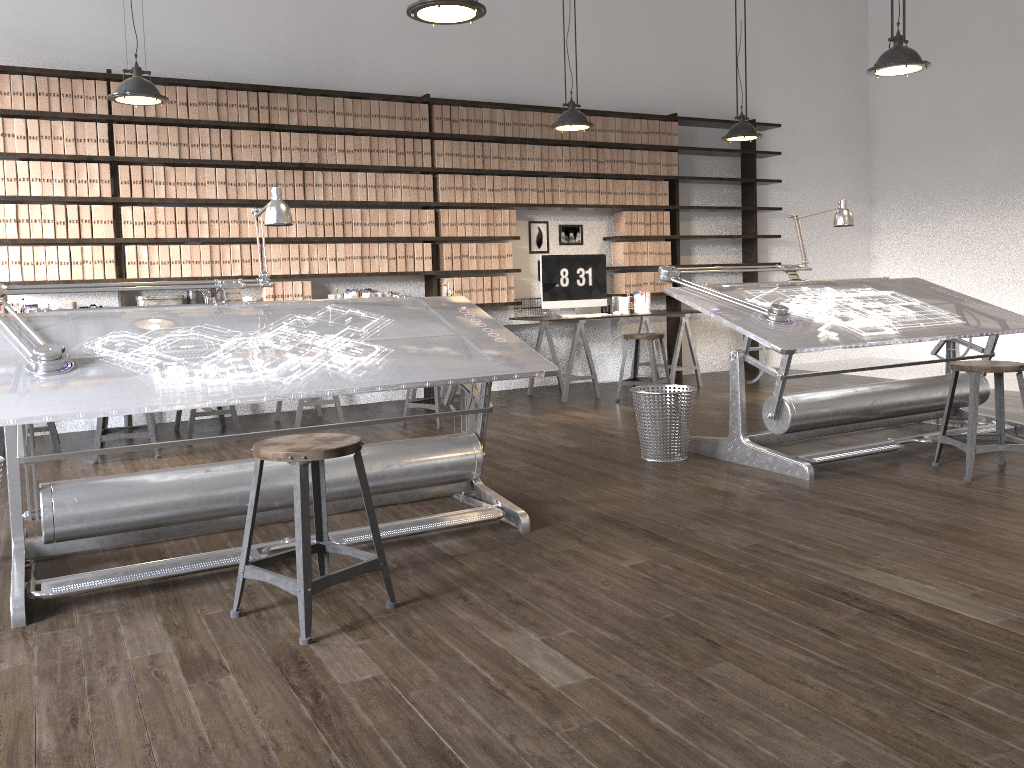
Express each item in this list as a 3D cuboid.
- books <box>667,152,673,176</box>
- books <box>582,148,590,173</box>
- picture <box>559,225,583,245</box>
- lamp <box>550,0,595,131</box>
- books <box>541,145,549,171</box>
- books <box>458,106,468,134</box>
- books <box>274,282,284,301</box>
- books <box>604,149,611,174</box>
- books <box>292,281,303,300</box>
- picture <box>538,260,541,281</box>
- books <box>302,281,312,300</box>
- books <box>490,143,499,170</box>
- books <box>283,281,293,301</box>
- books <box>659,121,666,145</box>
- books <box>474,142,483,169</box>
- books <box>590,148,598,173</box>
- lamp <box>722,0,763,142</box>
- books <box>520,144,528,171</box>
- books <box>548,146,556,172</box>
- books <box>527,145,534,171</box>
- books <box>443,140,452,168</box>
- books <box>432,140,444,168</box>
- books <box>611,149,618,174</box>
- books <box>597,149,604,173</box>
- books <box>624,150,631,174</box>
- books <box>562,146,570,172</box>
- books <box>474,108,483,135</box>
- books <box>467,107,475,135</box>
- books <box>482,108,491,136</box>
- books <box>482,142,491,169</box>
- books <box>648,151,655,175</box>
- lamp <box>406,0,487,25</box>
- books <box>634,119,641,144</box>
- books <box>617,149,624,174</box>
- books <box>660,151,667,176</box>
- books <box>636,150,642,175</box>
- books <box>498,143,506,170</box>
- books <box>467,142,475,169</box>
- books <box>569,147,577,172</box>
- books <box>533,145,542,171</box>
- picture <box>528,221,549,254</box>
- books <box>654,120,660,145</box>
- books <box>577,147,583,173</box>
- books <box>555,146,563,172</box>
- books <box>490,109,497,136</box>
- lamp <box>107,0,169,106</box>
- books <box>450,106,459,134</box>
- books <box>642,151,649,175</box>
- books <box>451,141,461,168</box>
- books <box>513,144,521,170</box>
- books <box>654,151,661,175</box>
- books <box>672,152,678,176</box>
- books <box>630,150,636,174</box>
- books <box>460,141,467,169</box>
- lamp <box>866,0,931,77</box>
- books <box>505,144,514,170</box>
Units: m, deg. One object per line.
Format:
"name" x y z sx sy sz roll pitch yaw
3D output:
"books" 1.412 -2.032 8.234 0.067 0.225 0.175 -4 5 -28
"books" 0.612 -1.957 7.808 0.067 0.225 0.175 -4 5 -28
"picture" 0.529 -1.343 7.978 0.251 0.183 0.023 -5 5 -28
"lamp" 0.382 -2.893 6.062 0.311 2.245 0.314 -2 4 -3
"books" 0.240 -1.922 7.607 0.067 0.225 0.175 -4 5 -28
"books" -0.432 -2.134 7.229 0.067 0.225 0.175 -4 5 -28
"books" -1.755 -0.647 6.591 0.067 0.225 0.175 -4 5 -28
"books" 0.808 -1.975 7.907 0.067 0.225 0.175 -4 5 -28
"books" -1.629 -0.659 6.654 0.067 0.225 0.175 -4 5 -28
"picture" 0.339 -1.012 7.892 0.251 0.183 0.023 -5 5 -28
"books" -1.568 -0.665 6.691 0.067 0.225 0.175 -4 5 -28
"books" -0.182 -1.882 7.377 0.067 0.225 0.175 -4 5 -28
"books" -1.693 -0.653 6.624 0.067 0.225 0.175 -4 5 -28
"books" 1.342 -2.302 8.184 0.067 0.225 0.175 -4 5 -28
"books" -0.310 -1.870 7.307 0.067 0.225 0.175 -4 5 -28
"books" 0.680 -1.963 7.838 0.067 0.225 0.175 -4 5 -28
"lamp" 1.750 -3.022 6.794 0.311 2.245 0.314 -2 4 -3
"books" 0.060 -1.905 7.509 0.067 0.225 0.175 -4 5 -28
"books" 0.301 -1.928 7.641 0.067 0.225 0.175 -4 5 -28
"books" 0.116 -1.910 7.538 0.067 0.225 0.175 -4 5 -28
"books" -0.552 -1.847 7.176 0.067 0.225 0.175 -4 5 -28
"books" -0.617 -1.841 7.145 0.067 0.225 0.175 -4 5 -28
"books" 0.869 -1.981 7.944 0.067 0.225 0.175 -4 5 -28
"books" 0.744 -1.970 7.878 0.067 0.225 0.175 -4 5 -28
"books" 0.993 -1.992 8.004 0.067 0.225 0.175 -4 5 -28
"books" 0.430 -1.939 7.702 0.067 0.225 0.175 -4 5 -28
"books" -0.310 -2.147 7.300 0.067 0.225 0.175 -4 5 -28
"books" -0.372 -2.141 7.266 0.067 0.225 0.175 -4 5 -28
"books" -0.248 -2.152 7.326 0.067 0.225 0.175 -4 5 -28
"books" -0.247 -1.876 7.347 0.067 0.225 0.175 -4 5 -28
"books" 1.231 -2.015 8.137 0.067 0.225 0.175 -4 5 -28
"lamp" -0.290 -2.556 3.369 0.311 2.245 0.314 -2 4 -8
"books" 1.095 -2.279 8.049 0.067 0.225 0.175 -4 5 -28
"books" 0.931 -1.987 7.978 0.067 0.225 0.175 -4 5 -28
"books" 1.356 -2.026 8.199 0.067 0.225 0.175 -4 5 -28
"books" 1.106 -2.003 8.068 0.067 0.225 0.175 -4 5 -28
"books" -0.121 -1.888 7.414 0.067 0.225 0.175 -4 5 -28
"books" -0.378 -1.864 7.277 0.067 0.225 0.175 -4 5 -28
"books" 0.493 -1.945 7.736 0.067 0.225 0.175 -4 5 -28
"books" 0.180 -1.916 7.570 0.067 0.225 0.175 -4 5 -28
"picture" 0.234 -1.295 7.823 0.202 0.283 0.022 -4 5 -29
"books" 1.277 -2.296 8.148 0.067 0.225 0.175 -4 5 -28
"books" 0.547 -1.951 7.770 0.067 0.225 0.175 -4 5 -28
"books" 0.364 -1.933 7.671 0.067 0.225 0.175 -4 5 -28
"books" -0.191 -2.158 7.362 0.067 0.225 0.175 -4 5 -28
"lamp" -2.069 -2.662 4.748 0.313 2.245 0.311 2 5 41
"books" -0.497 -2.129 7.200 0.067 0.225 0.175 -4 5 -28
"books" 1.170 -2.009 8.101 0.067 0.225 0.175 -4 5 -28
"books" -0.488 -1.852 7.210 0.067 0.225 0.175 -4 5 -28
"books" 0.003 -1.899 7.474 0.067 0.225 0.175 -4 5 -28
"books" 1.291 -2.021 8.172 0.067 0.225 0.175 -4 5 -28
"books" 1.468 -2.037 8.263 0.067 0.225 0.175 -4 5 -28
"books" 1.050 -1.998 8.040 0.067 0.225 0.175 -4 5 -28
"books" -0.434 -1.858 7.244 0.067 0.225 0.175 -4 5 -28
"lamp" 2.002 -2.772 4.597 0.311 2.245 0.314 -2 4 -3
"books" -0.059 -1.894 7.447 0.067 0.225 0.175 -4 5 -28
